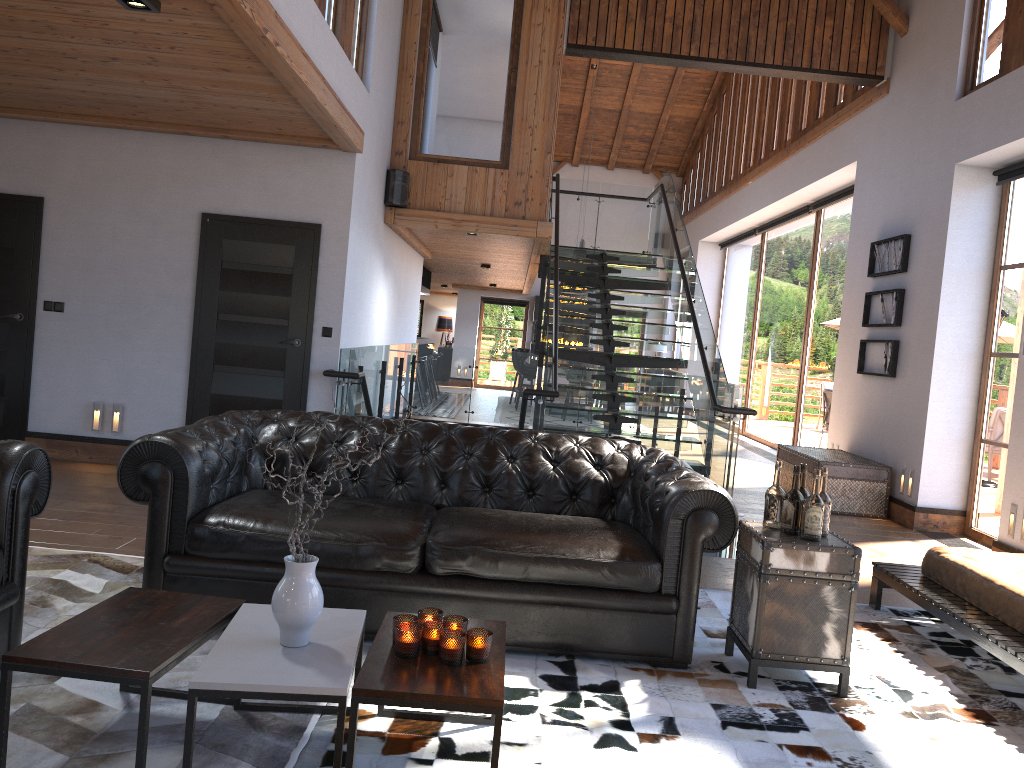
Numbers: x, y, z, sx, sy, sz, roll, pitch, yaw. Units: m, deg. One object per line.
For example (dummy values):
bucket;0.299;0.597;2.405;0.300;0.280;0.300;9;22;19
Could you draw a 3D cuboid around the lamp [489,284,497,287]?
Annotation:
lamp;-0.414;-2.145;19.267;0.155;0.068;0.261;5;3;-1

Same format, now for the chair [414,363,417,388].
chair;-1.603;-0.043;14.393;0.469;0.839;0.539;5;2;-1

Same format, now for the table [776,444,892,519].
table;3.037;0.907;8.506;0.684;0.469;1.255;5;3;-1

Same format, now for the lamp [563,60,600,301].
lamp;1.379;-3.807;15.775;0.614;4.682;0.629;7;3;44

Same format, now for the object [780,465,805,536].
object;1.170;0.479;3.680;0.088;0.286;0.087;4;2;-23

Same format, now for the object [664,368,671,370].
object;3.280;-0.409;19.109;0.182;0.262;0.495;4;3;-32

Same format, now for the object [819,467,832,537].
object;1.289;0.489;3.700;0.087;0.286;0.088;6;2;12

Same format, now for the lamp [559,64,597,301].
lamp;1.379;-3.894;17.366;0.614;4.682;0.629;7;3;44

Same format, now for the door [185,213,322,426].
door;-2.074;-0.290;7.071;0.942;2.054;0.144;5;2;-2

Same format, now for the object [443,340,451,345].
object;-1.587;-0.992;21.688;0.202;0.197;0.356;6;3;11

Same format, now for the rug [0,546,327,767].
rug;-1.843;0.982;2.547;2.432;0.053;4.046;5;3;0

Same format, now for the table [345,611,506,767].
table;-0.236;0.970;2.656;0.400;0.350;0.650;5;3;-1

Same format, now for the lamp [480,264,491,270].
lamp;-0.414;-1.856;13.984;0.155;0.068;0.261;5;3;-1

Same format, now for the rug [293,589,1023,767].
rug;1.273;1.210;3.735;3.809;0.053;2.433;5;3;0

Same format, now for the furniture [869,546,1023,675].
furniture;2.581;1.149;3.564;1.176;0.436;2.760;5;3;0

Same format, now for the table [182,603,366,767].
table;-0.672;0.931;2.618;0.401;0.350;0.649;5;3;-6

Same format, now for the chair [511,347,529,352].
chair;0.229;-0.117;16.558;0.572;1.091;0.501;5;2;-17

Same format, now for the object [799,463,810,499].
object;1.224;0.479;3.764;0.086;0.286;0.089;7;3;39

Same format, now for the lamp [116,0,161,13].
lamp;-1.683;-1.731;3.931;0.155;0.068;0.261;5;3;-1

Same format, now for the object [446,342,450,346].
object;-1.533;-0.925;21.144;0.109;0.135;0.096;5;3;-11

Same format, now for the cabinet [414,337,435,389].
cabinet;-2.072;-0.298;15.853;0.889;1.103;4.802;5;3;0

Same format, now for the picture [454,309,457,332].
picture;-1.338;-1.632;21.543;0.020;0.781;0.563;5;3;0

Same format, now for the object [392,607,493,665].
object;-0.216;0.757;2.629;0.299;0.081;0.249;8;4;37

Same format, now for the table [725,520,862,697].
table;1.162;0.922;3.704;0.406;0.609;0.417;5;2;-1

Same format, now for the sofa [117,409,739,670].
sofa;-0.351;0.639;4.173;2.568;0.838;1.239;5;3;-2

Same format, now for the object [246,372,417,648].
object;-0.579;0.358;2.623;0.405;0.807;0.622;6;3;10

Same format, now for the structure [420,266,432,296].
structure;-1.934;-1.884;15.605;0.711;0.476;3.251;5;3;0

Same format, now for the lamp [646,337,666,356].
lamp;3.275;-0.702;20.177;0.468;0.725;0.472;6;2;8

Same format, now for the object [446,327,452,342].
object;-1.527;-1.126;21.424;0.152;0.504;0.324;5;2;-1

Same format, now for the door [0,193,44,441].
door;-4.246;-0.490;7.011;0.942;2.054;0.144;5;2;-2

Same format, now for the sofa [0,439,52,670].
sofa;-2.272;0.578;1.986;1.240;0.838;2.566;5;3;-1

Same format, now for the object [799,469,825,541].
object;1.225;0.488;3.600;0.087;0.286;0.088;6;2;9

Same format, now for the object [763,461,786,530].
object;1.121;0.470;3.765;0.088;0.286;0.086;4;2;-24

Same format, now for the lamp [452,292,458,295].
lamp;-1.647;-2.604;25.543;0.155;0.068;0.261;5;3;-1

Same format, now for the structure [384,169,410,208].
structure;-1.130;-1.916;8.703;0.214;0.349;0.213;5;2;-1

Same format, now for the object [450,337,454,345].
object;-1.515;-1.025;21.742;0.210;0.270;0.287;5;3;-1

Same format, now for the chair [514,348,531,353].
chair;0.278;-0.059;15.597;0.569;1.091;0.504;5;2;-2

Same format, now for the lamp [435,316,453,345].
lamp;-1.507;-1.079;25.985;1.642;1.698;0.519;4;3;-23

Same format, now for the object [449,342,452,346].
object;-1.488;-0.928;21.269;0.107;0.135;0.098;7;3;30

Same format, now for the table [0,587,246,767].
table;-1.126;0.887;2.641;0.399;0.350;0.652;6;3;4

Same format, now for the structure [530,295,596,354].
structure;1.187;-1.175;20.755;1.445;1.648;0.433;5;2;-1

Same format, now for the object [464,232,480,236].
object;-0.415;-1.597;9.246;0.155;0.068;0.261;5;3;-1

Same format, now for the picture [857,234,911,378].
picture;3.545;-0.733;8.476;0.059;1.311;0.774;5;2;0

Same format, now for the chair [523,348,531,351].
chair;0.292;-0.146;17.379;0.566;1.091;0.506;6;2;8

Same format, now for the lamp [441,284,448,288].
lamp;-1.647;-2.386;21.562;0.155;0.068;0.261;5;3;-1

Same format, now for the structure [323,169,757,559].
structure;2.923;0.600;11.097;9.215;6.394;11.029;5;3;-1
